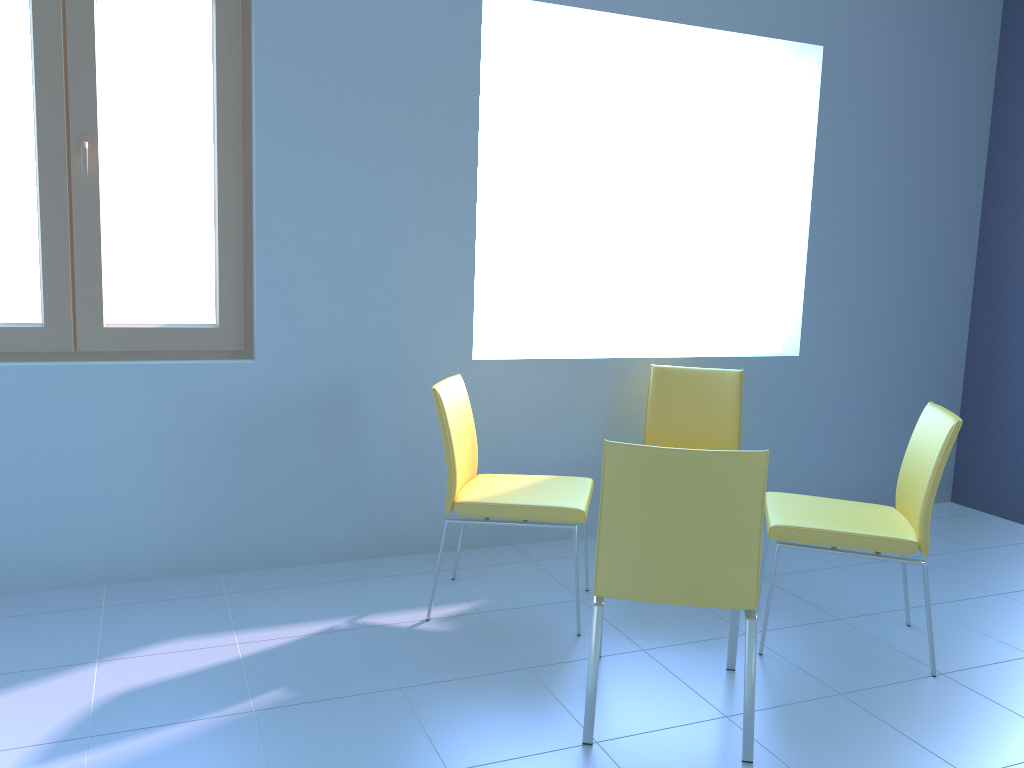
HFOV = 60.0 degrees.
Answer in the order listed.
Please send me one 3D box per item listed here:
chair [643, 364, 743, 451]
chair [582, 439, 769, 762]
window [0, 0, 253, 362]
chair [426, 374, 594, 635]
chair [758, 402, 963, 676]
[{"bbox_3d":[0.632,0.306,3.179,0.387,0.695,0.484,4,8,13],"label":"chair"},{"bbox_3d":[0.388,0.444,2.134,0.387,0.695,0.484,3,8,8],"label":"chair"},{"bbox_3d":[-1.532,-0.692,2.619,1.475,1.263,0.142,-1,9,-22],"label":"window"},{"bbox_3d":[0.000,0.345,2.746,0.484,0.695,0.387,3,8,8],"label":"chair"},{"bbox_3d":[0.984,0.406,2.567,0.484,0.699,0.387,4,8,13],"label":"chair"}]
